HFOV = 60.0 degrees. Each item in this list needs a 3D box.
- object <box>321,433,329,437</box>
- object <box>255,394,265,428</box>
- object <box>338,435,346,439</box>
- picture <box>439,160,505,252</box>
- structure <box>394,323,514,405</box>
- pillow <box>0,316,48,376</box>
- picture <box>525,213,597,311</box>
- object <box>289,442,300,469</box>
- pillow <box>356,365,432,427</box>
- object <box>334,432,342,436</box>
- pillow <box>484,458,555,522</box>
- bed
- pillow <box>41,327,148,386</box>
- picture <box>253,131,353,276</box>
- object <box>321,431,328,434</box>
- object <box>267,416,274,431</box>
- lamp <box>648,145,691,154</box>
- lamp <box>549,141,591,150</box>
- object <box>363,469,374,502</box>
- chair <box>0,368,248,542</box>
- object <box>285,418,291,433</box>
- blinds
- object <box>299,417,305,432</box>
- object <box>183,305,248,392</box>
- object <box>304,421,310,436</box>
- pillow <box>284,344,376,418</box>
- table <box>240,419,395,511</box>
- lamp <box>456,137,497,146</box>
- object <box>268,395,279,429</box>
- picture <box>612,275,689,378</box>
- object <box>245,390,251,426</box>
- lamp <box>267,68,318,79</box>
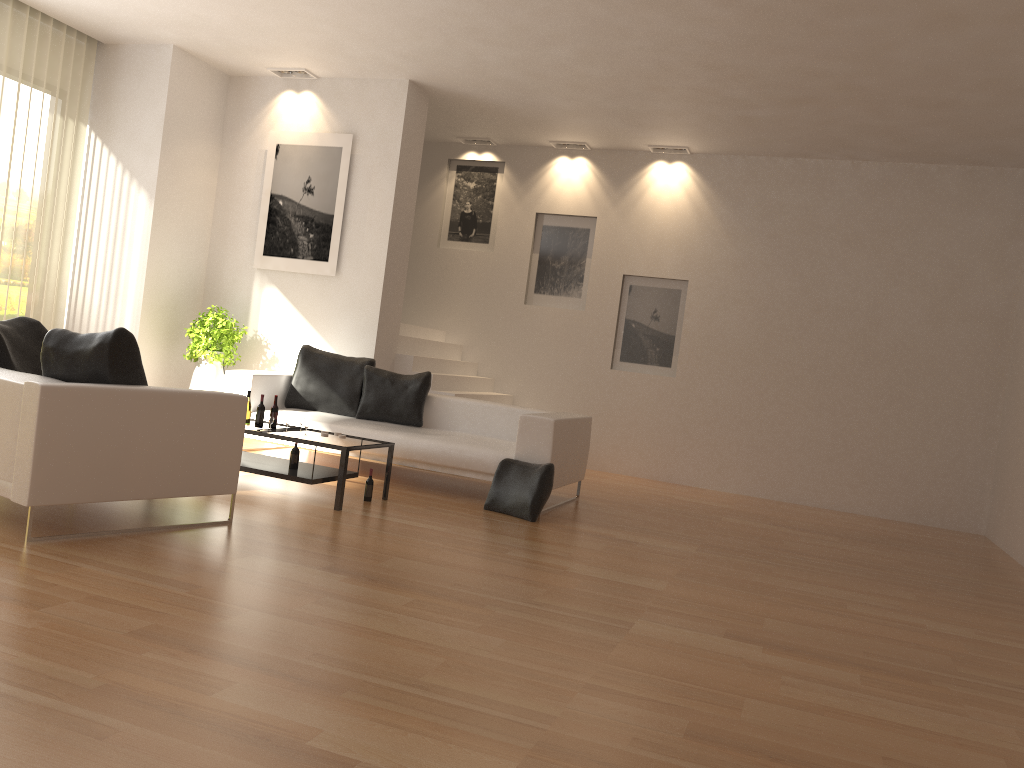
[{"bbox_3d":[-1.330,0.363,6.297,0.052,0.021,0.052,9,2,42],"label":"object"},{"bbox_3d":[-1.816,0.197,6.406,0.059,0.244,0.059,8,1,19],"label":"object"},{"bbox_3d":[-1.214,0.377,6.340,0.052,0.021,0.052,7,1,-3],"label":"object"},{"bbox_3d":[-0.497,-2.222,11.041,0.802,1.155,0.005,8,1,19],"label":"picture"},{"bbox_3d":[-1.691,-0.043,10.367,4.625,1.403,1.839,8,1,19],"label":"structure"},{"bbox_3d":[-2.979,-0.108,5.343,0.291,0.598,0.660,8,1,8],"label":"pillow"},{"bbox_3d":[0.593,-1.468,10.650,0.802,1.155,0.005,8,1,19],"label":"picture"},{"bbox_3d":[-1.558,0.507,6.369,0.065,0.217,0.065,7,1,1],"label":"object"},{"bbox_3d":[-1.068,0.108,8.055,0.628,0.524,0.270,8,1,3],"label":"pillow"},{"bbox_3d":[-1.270,0.366,6.470,0.052,0.021,0.052,7,1,-3],"label":"object"},{"bbox_3d":[0.077,0.793,6.681,0.503,0.457,0.340,8,2,37],"label":"pillow"},{"bbox_3d":[-0.960,0.443,7.835,3.075,0.761,1.262,8,1,19],"label":"bed"},{"bbox_3d":[-2.196,0.016,4.703,0.506,0.666,0.324,8,1,9],"label":"pillow"},{"bbox_3d":[-2.142,-1.855,9.052,0.979,1.431,0.004,8,1,19],"label":"picture"},{"bbox_3d":[-1.360,0.355,6.441,0.052,0.021,0.052,7,1,-3],"label":"object"},{"bbox_3d":[-1.706,0.281,6.271,0.039,0.101,0.039,7,2,-29],"label":"object"},{"bbox_3d":[1.794,-2.728,10.053,0.446,0.166,0.243,8,1,19],"label":"lamp"},{"bbox_3d":[0.695,-2.881,10.435,0.446,0.166,0.243,8,1,19],"label":"lamp"},{"bbox_3d":[-1.030,0.733,6.403,0.059,0.244,0.059,7,1,-4],"label":"object"},{"bbox_3d":[-2.550,0.301,5.094,1.671,0.761,1.262,8,2,34],"label":"chair"},{"bbox_3d":[-1.603,0.294,6.328,0.039,0.101,0.039,7,1,-23],"label":"object"},{"bbox_3d":[-4.631,-1.641,8.228,0.143,3.861,1.409,8,1,16],"label":"blinds"},{"bbox_3d":[-1.542,0.298,6.497,0.039,0.101,0.039,7,1,-23],"label":"object"},{"bbox_3d":[-3.039,-0.138,8.969,0.570,1.324,0.631,8,2,34],"label":"object"},{"bbox_3d":[-1.458,0.314,6.283,0.039,0.101,0.039,7,1,-23],"label":"object"},{"bbox_3d":[-1.680,-0.002,8.245,0.755,0.666,0.346,8,1,5],"label":"pillow"},{"bbox_3d":[-1.741,0.555,6.474,1.566,0.460,0.709,8,1,19],"label":"table"},{"bbox_3d":[-0.420,-3.035,10.823,0.446,0.166,0.243,8,1,19],"label":"lamp"},{"bbox_3d":[-1.736,0.204,6.477,0.057,0.248,0.057,8,2,37],"label":"object"},{"bbox_3d":[1.600,-0.672,10.285,0.802,1.155,0.005,8,1,19],"label":"picture"},{"bbox_3d":[-1.922,0.175,6.437,0.068,0.257,0.067,8,2,37],"label":"object"},{"bbox_3d":[-2.220,-3.227,9.003,0.446,0.166,0.243,8,1,19],"label":"lamp"}]
